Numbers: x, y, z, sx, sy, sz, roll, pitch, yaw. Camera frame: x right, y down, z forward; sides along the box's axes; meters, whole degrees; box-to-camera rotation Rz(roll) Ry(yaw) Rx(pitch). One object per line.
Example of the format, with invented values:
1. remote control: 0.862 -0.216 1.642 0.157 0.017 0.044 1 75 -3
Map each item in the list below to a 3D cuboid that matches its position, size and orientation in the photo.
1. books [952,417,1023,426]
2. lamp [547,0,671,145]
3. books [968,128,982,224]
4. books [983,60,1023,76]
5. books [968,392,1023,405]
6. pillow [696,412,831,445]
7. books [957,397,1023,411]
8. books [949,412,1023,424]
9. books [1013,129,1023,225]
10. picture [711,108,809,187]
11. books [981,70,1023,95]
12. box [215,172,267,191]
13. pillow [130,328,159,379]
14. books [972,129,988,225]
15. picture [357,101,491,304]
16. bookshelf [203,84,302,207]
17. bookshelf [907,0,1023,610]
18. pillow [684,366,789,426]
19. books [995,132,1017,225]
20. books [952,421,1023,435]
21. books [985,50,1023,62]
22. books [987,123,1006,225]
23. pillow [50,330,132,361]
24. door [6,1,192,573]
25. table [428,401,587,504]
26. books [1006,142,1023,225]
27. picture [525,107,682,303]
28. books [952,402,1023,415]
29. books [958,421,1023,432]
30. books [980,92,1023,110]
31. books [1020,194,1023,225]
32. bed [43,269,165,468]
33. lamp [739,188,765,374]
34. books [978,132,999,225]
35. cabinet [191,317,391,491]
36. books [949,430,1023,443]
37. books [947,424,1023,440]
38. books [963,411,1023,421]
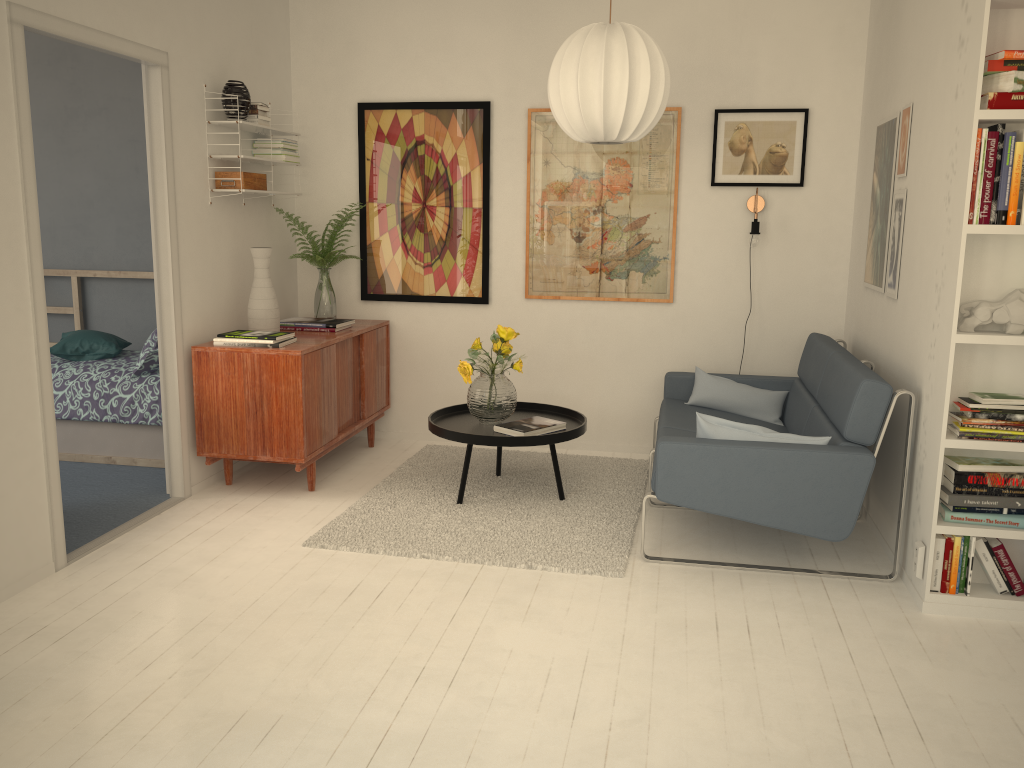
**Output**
1. books: 1.657 0.123 3.047 0.250 0.008 0.135 2 11 7
2. lamp: 0.432 -1.685 3.871 0.536 1.227 0.536 11 14 43
3. books: 1.505 -0.684 2.950 0.021 0.301 0.222 3 11 10
4. books: 1.672 -1.013 2.864 0.314 0.035 0.205 3 11 10
5. books: 1.658 0.049 3.017 0.166 0.019 0.127 1 11 4
6. pillow: 0.942 0.278 3.433 0.533 0.353 0.141 3 11 10
7. books: 1.651 0.062 3.043 0.212 0.017 0.165 2 11 8
8. books: 1.637 0.116 3.031 0.238 0.012 0.120 2 11 6
9. books: 1.645 -0.675 2.920 0.020 0.303 0.193 3 11 10
10. picture: 1.316 -1.257 4.725 0.481 0.401 0.015 3 10 10
11. books: 1.667 -0.961 2.861 0.268 0.064 0.128 -3 11 -19
12. box: -1.355 -1.014 4.441 0.152 0.084 0.266 3 11 11
13. pillow: -1.892 -0.223 4.851 0.237 0.338 0.438 2 11 8
14. books: 1.521 -0.681 2.941 0.015 0.300 0.207 3 11 10
15. picture: -0.508 -1.037 5.115 0.778 1.132 0.018 3 10 10
16. bookshelf: -1.315 -1.208 4.583 0.184 0.564 0.696 3 11 10
17. bookshelf: 1.827 -0.632 2.895 0.710 2.897 0.249 3 10 10
18. pillow: 1.185 0.058 4.668 0.540 0.276 0.157 3 11 12
19. books: 1.594 -0.670 2.920 0.030 0.288 0.200 3 11 10
20. books: 1.651 0.147 3.046 0.248 0.009 0.171 3 11 13
21. books: 1.663 -1.041 2.853 0.266 0.026 0.204 1 11 0
22. books: 1.570 -0.686 2.924 0.021 0.317 0.180 3 11 10
23. pillow: -2.417 -0.226 5.080 0.378 0.153 0.416 -2 11 -13
24. door: -2.049 -0.395 3.701 0.882 2.030 0.956 3 11 10
25. table: -0.023 0.350 4.306 0.761 0.385 0.761 6 12 26
26. books: 1.619 -0.652 2.911 0.024 0.260 0.199 3 11 10
27. picture: 0.494 -0.990 4.933 0.838 1.051 0.012 3 10 10
28. books: 1.636 0.077 3.039 0.221 0.010 0.169 3 11 13
29. books: 1.680 0.132 3.064 0.255 0.014 0.197 5 11 20
30. books: 1.667 -0.901 2.863 0.301 0.056 0.202 3 11 10
31. books: 1.668 -0.667 2.902 0.032 0.290 0.189 3 11 10
32. bed: -2.368 -0.136 5.139 1.656 0.972 0.935 3 11 10
33. lamp: 1.162 -0.352 4.851 0.360 1.414 0.112 3 10 10
34. books: 1.544 -0.674 2.931 0.032 0.291 0.203 3 11 10
35. cabinet: -1.116 0.080 4.763 0.546 0.726 1.264 3 11 10
36. books: 1.643 0.172 3.045 0.247 0.009 0.170 3 11 13
37. books: 1.638 0.160 3.042 0.247 0.014 0.173 3 11 9
38. books: 1.679 0.096 3.042 0.235 0.025 0.163 4 11 17
